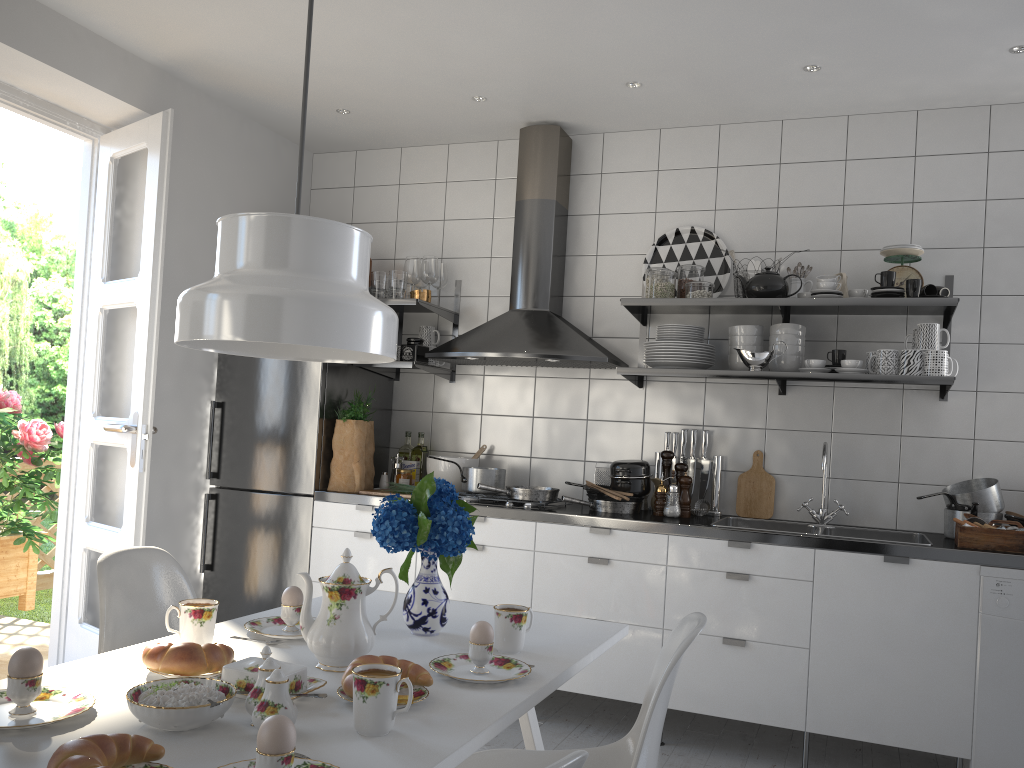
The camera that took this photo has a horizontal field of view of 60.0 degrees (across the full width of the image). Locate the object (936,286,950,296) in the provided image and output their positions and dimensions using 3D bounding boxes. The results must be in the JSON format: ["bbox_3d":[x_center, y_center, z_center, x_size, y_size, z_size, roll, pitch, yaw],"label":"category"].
[{"bbox_3d":[1.605,-0.347,3.344,0.069,0.059,0.082,3,-3,-1],"label":"object"}]

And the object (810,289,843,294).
[{"bbox_3d":[1.227,-0.349,3.461,0.121,0.024,0.121,2,-3,17],"label":"object"}]

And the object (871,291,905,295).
[{"bbox_3d":[1.427,-0.333,3.367,0.121,0.021,0.121,2,-4,26],"label":"object"}]

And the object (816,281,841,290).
[{"bbox_3d":[1.229,-0.370,3.460,0.079,0.050,0.082,4,-3,-5],"label":"object"}]

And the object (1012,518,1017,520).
[{"bbox_3d":[1.909,0.508,3.181,0.064,0.044,0.335,4,-3,-12],"label":"object"}]

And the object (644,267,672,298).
[{"bbox_3d":[0.637,-0.416,3.878,0.121,0.171,0.121,2,-2,41],"label":"object"}]

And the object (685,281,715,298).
[{"bbox_3d":[0.771,-0.376,3.649,0.121,0.079,0.121,3,-3,7],"label":"object"}]

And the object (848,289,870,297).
[{"bbox_3d":[1.358,-0.342,3.474,0.079,0.047,0.083,2,-3,34],"label":"object"}]

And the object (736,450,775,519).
[{"bbox_3d":[1.053,0.431,3.821,0.157,0.293,0.047,3,-1,21],"label":"object"}]

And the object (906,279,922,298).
[{"bbox_3d":[1.504,-0.351,3.307,0.055,0.077,0.070,4,-2,-15],"label":"object"}]

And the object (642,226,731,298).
[{"bbox_3d":[0.779,-0.513,3.965,0.395,0.393,0.053,3,-1,22],"label":"object"}]

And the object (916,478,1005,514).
[{"bbox_3d":[1.685,0.435,3.383,0.371,0.168,0.203,3,-2,-1],"label":"object"}]

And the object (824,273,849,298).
[{"bbox_3d":[1.330,-0.380,3.629,0.116,0.152,0.127,5,-3,-42],"label":"object"}]

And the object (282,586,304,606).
[{"bbox_3d":[-0.490,0.482,1.977,0.048,0.063,0.048,2,-2,26],"label":"object"}]

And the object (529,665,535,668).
[{"bbox_3d":[-0.021,0.568,1.825,0.139,0.011,0.032,2,-3,25],"label":"object"}]

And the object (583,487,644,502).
[{"bbox_3d":[0.389,0.467,3.715,0.348,0.082,0.243,5,-3,-27],"label":"object"}]

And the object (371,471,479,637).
[{"bbox_3d":[-0.200,0.388,2.054,0.265,0.376,0.236,3,-2,24],"label":"object"}]

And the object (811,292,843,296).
[{"bbox_3d":[1.229,-0.339,3.460,0.121,0.021,0.121,2,-4,26],"label":"object"}]

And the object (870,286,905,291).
[{"bbox_3d":[1.426,-0.352,3.368,0.121,0.023,0.121,5,-4,-28],"label":"object"}]

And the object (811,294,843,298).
[{"bbox_3d":[1.229,-0.330,3.459,0.121,0.021,0.121,2,-4,26],"label":"object"}]

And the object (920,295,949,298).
[{"bbox_3d":[1.581,-0.316,3.343,0.121,0.021,0.121,2,-4,26],"label":"object"}]

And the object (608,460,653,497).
[{"bbox_3d":[0.498,0.398,3.739,0.190,0.159,0.197,4,-3,-17],"label":"object"}]

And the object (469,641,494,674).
[{"bbox_3d":[-0.061,0.531,1.726,0.048,0.057,0.048,4,-2,-28],"label":"object"}]

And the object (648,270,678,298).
[{"bbox_3d":[0.630,-0.406,3.716,0.121,0.130,0.121,3,-2,7],"label":"object"}]

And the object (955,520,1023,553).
[{"bbox_3d":[1.715,0.525,3.084,0.300,0.100,0.211,2,-3,24],"label":"object"}]

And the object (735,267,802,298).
[{"bbox_3d":[1.029,-0.397,3.559,0.178,0.142,0.200,5,-3,-27],"label":"object"}]

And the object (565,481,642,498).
[{"bbox_3d":[0.402,0.454,3.711,0.246,0.080,0.356,2,-4,29],"label":"object"}]

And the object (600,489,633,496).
[{"bbox_3d":[0.414,0.452,3.685,0.065,0.021,0.336,4,-3,-15],"label":"object"}]

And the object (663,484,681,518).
[{"bbox_3d":[0.653,0.474,3.599,0.069,0.135,0.069,3,-2,2],"label":"object"}]

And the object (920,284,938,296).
[{"bbox_3d":[1.567,-0.342,3.346,0.069,0.058,0.080,4,-3,-6],"label":"object"}]

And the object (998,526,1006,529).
[{"bbox_3d":[1.713,0.528,3.128,0.054,0.059,0.068,3,-2,17],"label":"object"}]

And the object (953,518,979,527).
[{"bbox_3d":[1.637,0.520,3.066,0.030,0.093,0.217,5,-3,-43],"label":"object"}]

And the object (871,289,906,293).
[{"bbox_3d":[1.429,-0.342,3.366,0.121,0.023,0.121,6,-4,-37],"label":"object"}]

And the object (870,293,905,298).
[{"bbox_3d":[1.427,-0.324,3.366,0.121,0.021,0.121,3,-3,-1],"label":"object"}]

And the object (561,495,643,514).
[{"bbox_3d":[0.376,0.503,3.743,0.351,0.060,0.232,3,-3,0],"label":"object"}]

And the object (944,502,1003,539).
[{"bbox_3d":[1.753,0.513,3.311,0.200,0.153,0.348,3,-3,6],"label":"object"}]

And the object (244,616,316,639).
[{"bbox_3d":[-0.494,0.546,1.976,0.200,0.016,0.201,2,-4,26],"label":"object"}]

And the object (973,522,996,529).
[{"bbox_3d":[1.697,0.526,3.039,0.030,0.084,0.220,5,-3,-43],"label":"object"}]

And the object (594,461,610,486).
[{"bbox_3d":[0.416,0.449,3.983,0.101,0.201,0.081,3,-1,12],"label":"object"}]

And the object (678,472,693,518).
[{"bbox_3d":[0.711,0.456,3.649,0.058,0.184,0.058,4,-2,-40],"label":"object"}]

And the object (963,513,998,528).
[{"bbox_3d":[1.757,0.526,3.165,0.265,0.107,0.048,2,-2,18],"label":"object"}]

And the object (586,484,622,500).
[{"bbox_3d":[0.373,0.444,3.653,0.064,0.044,0.335,4,-3,-12],"label":"object"}]

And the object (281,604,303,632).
[{"bbox_3d":[-0.492,0.519,1.976,0.048,0.057,0.048,4,-2,-28],"label":"object"}]

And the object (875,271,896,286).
[{"bbox_3d":[1.423,-0.387,3.373,0.070,0.078,0.055,2,-3,42],"label":"object"}]

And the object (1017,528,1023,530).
[{"bbox_3d":[1.751,0.521,3.042,0.055,0.052,0.034,3,-2,8],"label":"object"}]

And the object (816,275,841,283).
[{"bbox_3d":[1.231,-0.399,3.460,0.083,0.067,0.078,2,-3,36],"label":"object"}]

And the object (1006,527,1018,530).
[{"bbox_3d":[1.761,0.534,3.110,0.068,0.067,0.035,3,-2,3],"label":"object"}]

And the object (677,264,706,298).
[{"bbox_3d":[0.759,-0.415,3.775,0.121,0.171,0.121,2,-2,41],"label":"object"}]

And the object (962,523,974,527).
[{"bbox_3d":[1.584,0.507,3.067,0.049,0.048,0.048,2,-3,32],"label":"object"}]

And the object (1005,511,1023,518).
[{"bbox_3d":[1.925,0.502,3.187,0.059,0.060,0.334,4,-3,-21],"label":"object"}]

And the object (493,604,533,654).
[{"bbox_3d":[-0.002,0.533,1.927,0.078,0.095,0.091,3,-2,15],"label":"object"}]

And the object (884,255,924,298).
[{"bbox_3d":[1.553,-0.400,3.534,0.159,0.208,0.185,3,-2,22],"label":"object"}]

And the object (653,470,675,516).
[{"bbox_3d":[0.629,0.448,3.660,0.080,0.192,0.058,3,-1,10],"label":"object"}]

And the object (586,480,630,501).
[{"bbox_3d":[0.388,0.438,3.658,0.059,0.060,0.334,4,-3,-21],"label":"object"}]

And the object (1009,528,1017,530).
[{"bbox_3d":[1.755,0.537,3.088,0.068,0.067,0.026,3,-1,14],"label":"object"}]

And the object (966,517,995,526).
[{"bbox_3d":[1.657,0.525,3.166,0.118,0.099,0.085,3,-2,15],"label":"object"}]

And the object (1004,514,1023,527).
[{"bbox_3d":[1.938,0.518,3.239,0.246,0.080,0.356,2,-4,29],"label":"object"}]

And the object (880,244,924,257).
[{"bbox_3d":[1.560,-0.526,3.548,0.163,0.047,0.164,4,-3,-19],"label":"object"}]

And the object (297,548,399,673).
[{"bbox_3d":[-0.322,0.434,1.724,0.149,0.230,0.140,2,-2,40],"label":"object"}]
